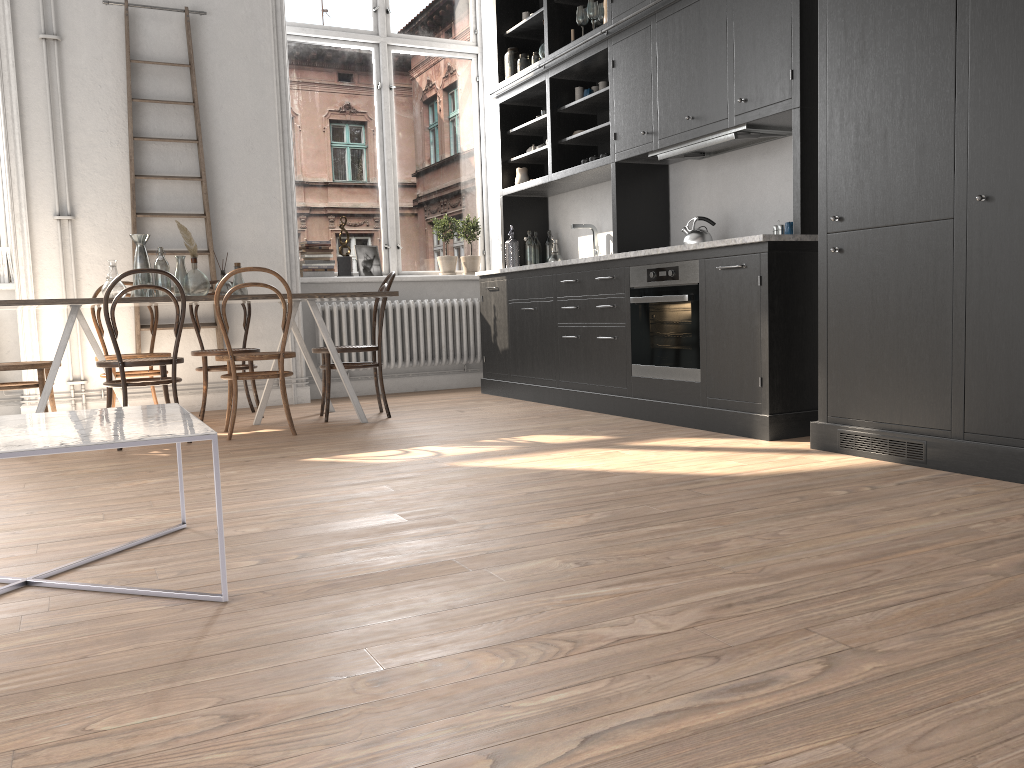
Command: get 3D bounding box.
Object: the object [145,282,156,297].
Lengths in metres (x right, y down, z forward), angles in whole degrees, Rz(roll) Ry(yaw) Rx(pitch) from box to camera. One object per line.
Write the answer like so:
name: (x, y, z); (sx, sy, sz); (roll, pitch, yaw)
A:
object: (-2.069, -0.533, 5.073); (0.058, 0.094, 0.058); (-2, 5, 2)

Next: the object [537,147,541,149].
object: (0.213, -1.764, 6.677); (0.055, 0.033, 0.058); (2, 6, 38)

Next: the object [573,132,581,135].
object: (-2.255, -0.658, 5.508); (5.826, 1.844, 0.791); (-4, 5, -21)

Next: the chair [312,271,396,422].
chair: (-0.992, -0.248, 5.636); (0.549, 0.921, 0.437); (-3, 5, -14)

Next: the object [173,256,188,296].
object: (-1.974, -0.636, 5.300); (0.100, 0.255, 0.098); (2, 7, 40)

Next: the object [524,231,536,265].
object: (0.139, -1.034, 6.865); (0.086, 0.301, 0.086); (-6, 7, -40)

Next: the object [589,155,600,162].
object: (0.551, -1.472, 5.828); (0.104, 0.059, 0.088); (2, 7, 42)

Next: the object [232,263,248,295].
object: (-1.678, -0.637, 5.439); (0.101, 0.212, 0.101); (-1, 5, 13)

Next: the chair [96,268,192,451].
chair: (-1.971, -0.138, 4.725); (0.437, 0.921, 0.549); (-5, 6, -31)

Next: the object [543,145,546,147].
object: (0.273, -1.747, 6.537); (0.085, 0.016, 0.085); (-1, 5, 14)

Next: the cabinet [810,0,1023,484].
cabinet: (1.844, -0.877, 3.263); (0.633, 2.373, 1.400); (-5, 6, -26)

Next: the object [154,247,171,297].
object: (-2.044, -0.648, 5.183); (0.086, 0.301, 0.086); (-6, 7, -40)

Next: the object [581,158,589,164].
object: (0.508, -1.480, 5.932); (0.088, 0.059, 0.104); (-6, 6, -37)

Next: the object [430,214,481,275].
object: (-0.464, -1.184, 7.533); (0.500, 0.524, 0.234); (-6, 6, -37)

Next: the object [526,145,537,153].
object: (0.168, -1.791, 6.828); (0.140, 0.100, 0.125); (-7, 7, -45)

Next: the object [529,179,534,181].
object: (0.217, -1.523, 6.714); (0.180, 0.037, 0.180); (-6, 6, -41)

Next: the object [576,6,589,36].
object: (0.462, -2.353, 5.807); (0.083, 0.221, 0.083); (-2, 5, 5)

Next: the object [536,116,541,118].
object: (0.214, -1.964, 6.592); (0.071, 0.047, 0.071); (-1, 5, 12)

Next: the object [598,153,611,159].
object: (0.614, -1.468, 5.747); (0.104, 0.059, 0.088); (-4, 5, -18)

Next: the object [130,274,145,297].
object: (-2.167, -0.566, 5.128); (0.083, 0.158, 0.083); (-5, 6, -30)

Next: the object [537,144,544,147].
object: (0.212, -1.784, 6.675); (0.055, 0.047, 0.058); (-3, 5, -11)

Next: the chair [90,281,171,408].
chair: (-2.382, -0.194, 5.568); (0.437, 0.921, 0.549); (-5, 6, -28)

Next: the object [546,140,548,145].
object: (0.271, -1.772, 6.539); (0.039, 0.055, 0.049); (-2, 5, -6)

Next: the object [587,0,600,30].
object: (0.522, -2.346, 5.691); (0.083, 0.221, 0.083); (0, 6, 20)

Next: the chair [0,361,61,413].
chair: (-2.747, -0.117, 4.800); (0.549, 0.921, 0.437); (-4, 5, -18)

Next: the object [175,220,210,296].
object: (-1.854, -0.726, 5.173); (0.156, 0.446, 0.156); (-3, 5, -8)

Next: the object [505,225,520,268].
object: (0.003, -1.057, 6.868); (0.109, 0.349, 0.108); (3, 7, 45)

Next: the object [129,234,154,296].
object: (-2.184, -0.688, 5.236); (0.116, 0.383, 0.116); (-3, 5, -15)

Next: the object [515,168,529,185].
object: (0.083, -1.582, 6.819); (0.115, 0.145, 0.127); (3, 7, 42)

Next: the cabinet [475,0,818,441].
cabinet: (0.679, -1.633, 5.513); (0.635, 3.586, 3.249); (-5, 6, -26)

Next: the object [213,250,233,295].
object: (-1.735, -0.661, 5.324); (0.106, 0.284, 0.106); (-5, 6, -31)

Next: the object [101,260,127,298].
object: (-2.226, -0.581, 4.955); (0.132, 0.219, 0.132); (-6, 6, -37)

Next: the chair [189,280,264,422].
chair: (-1.904, -0.238, 5.890); (0.438, 0.921, 0.549); (-4, 5, -19)

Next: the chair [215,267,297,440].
chair: (-1.431, -0.176, 4.950); (0.438, 0.921, 0.549); (-3, 5, -15)

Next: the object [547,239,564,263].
object: (0.332, -0.996, 6.792); (0.132, 0.219, 0.120); (-4, 6, -26)

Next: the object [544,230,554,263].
object: (0.294, -1.044, 6.910); (0.086, 0.301, 0.086); (0, 6, 19)

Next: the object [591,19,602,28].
object: (0.562, -2.359, 5.838); (0.083, 0.221, 0.083); (-5, 6, -34)

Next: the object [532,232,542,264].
object: (0.189, -1.046, 6.977); (0.086, 0.301, 0.086); (-3, 5, -12)

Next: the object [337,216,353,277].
object: (-1.344, -1.100, 7.099); (0.122, 0.488, 0.102); (-2, 5, -2)

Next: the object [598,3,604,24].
object: (0.599, -2.354, 5.764); (0.083, 0.221, 0.083); (-5, 6, -27)
